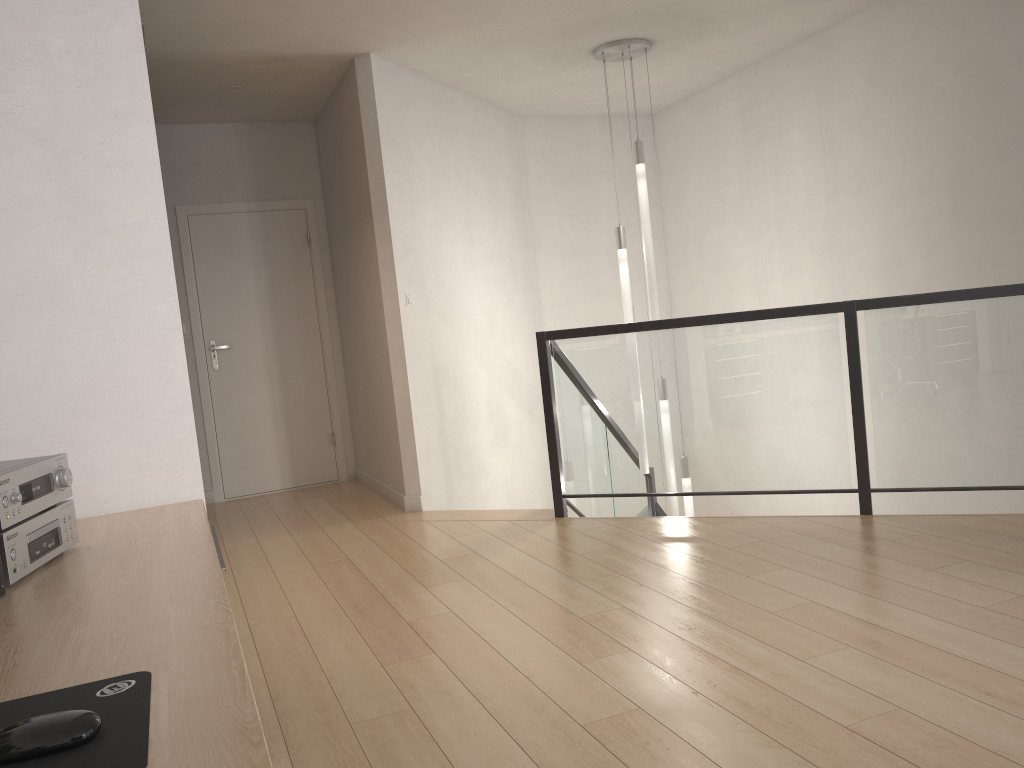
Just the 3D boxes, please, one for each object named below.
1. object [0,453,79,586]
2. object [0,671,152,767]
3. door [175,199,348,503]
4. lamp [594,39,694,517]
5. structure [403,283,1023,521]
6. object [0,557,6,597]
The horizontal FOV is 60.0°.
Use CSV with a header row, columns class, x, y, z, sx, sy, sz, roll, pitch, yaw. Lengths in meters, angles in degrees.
class,x,y,z,sx,sy,sz,roll,pitch,yaw
object,-0.918,0.236,1.489,0.270,0.174,0.285,-7,4,-6
object,-0.432,0.321,0.796,0.200,0.002,0.250,-8,4,-21
door,-1.812,-0.260,6.504,0.974,2.136,0.085,-8,4,-21
lamp,0.784,-1.258,5.638,0.359,6.725,0.359,-5,4,15
structure,1.962,1.649,5.609,4.190,4.339,2.823,-4,4,24
object,-0.888,0.162,1.220,0.249,0.354,0.198,-7,4,-6
